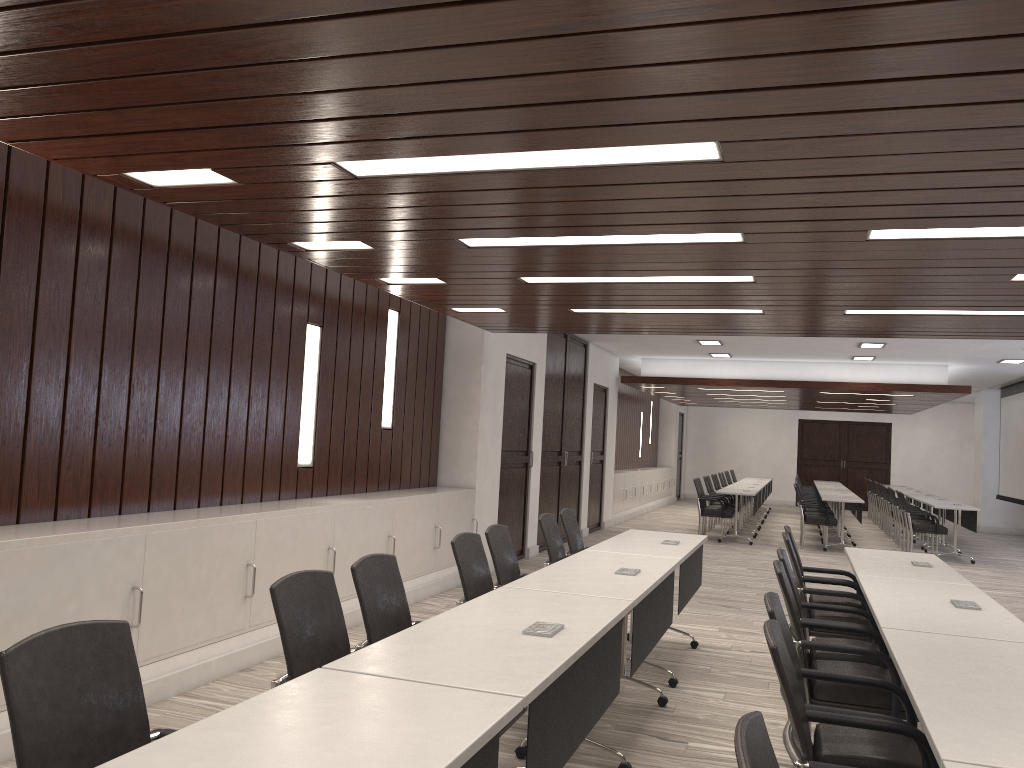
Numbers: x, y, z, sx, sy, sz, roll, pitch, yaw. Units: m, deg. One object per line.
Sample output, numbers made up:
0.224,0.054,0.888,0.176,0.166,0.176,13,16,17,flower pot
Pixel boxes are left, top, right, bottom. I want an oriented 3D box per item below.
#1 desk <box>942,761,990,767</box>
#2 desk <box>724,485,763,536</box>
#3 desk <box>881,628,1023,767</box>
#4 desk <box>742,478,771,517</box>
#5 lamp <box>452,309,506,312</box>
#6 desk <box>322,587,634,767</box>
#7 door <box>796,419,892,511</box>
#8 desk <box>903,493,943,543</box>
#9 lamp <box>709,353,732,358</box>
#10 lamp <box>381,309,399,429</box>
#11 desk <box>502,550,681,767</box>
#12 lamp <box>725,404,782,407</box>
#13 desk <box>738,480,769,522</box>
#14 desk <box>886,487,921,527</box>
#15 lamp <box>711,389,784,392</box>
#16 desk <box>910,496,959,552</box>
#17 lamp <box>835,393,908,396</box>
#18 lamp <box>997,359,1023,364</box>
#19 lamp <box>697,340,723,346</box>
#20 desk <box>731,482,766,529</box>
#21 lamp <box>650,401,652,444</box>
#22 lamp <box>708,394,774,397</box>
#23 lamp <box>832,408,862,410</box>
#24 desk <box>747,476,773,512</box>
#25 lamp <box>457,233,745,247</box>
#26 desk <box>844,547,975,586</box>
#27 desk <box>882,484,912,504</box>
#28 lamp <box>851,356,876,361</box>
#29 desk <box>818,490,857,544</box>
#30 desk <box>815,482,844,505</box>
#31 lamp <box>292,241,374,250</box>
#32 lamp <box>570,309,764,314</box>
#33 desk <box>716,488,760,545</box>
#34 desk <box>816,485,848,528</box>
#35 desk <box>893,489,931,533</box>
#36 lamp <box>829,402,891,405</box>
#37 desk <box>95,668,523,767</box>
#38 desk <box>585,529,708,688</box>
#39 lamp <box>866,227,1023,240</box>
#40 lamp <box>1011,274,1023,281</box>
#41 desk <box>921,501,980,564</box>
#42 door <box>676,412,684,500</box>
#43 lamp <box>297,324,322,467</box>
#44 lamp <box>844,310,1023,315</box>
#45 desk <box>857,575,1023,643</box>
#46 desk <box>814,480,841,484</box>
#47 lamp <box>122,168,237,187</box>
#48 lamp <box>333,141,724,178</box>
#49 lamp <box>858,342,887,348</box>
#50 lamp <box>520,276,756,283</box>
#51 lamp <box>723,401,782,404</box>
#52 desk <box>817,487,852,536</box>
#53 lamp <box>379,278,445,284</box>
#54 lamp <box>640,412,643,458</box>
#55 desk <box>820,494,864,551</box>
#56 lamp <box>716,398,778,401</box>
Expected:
0.944,1.145,1.075,0.577,0.795,1.509,2,-4,18,desk
4.040,2.184,15.461,0.577,0.795,1.509,2,-4,18,desk
1.415,1.257,2.519,0.577,0.795,1.509,2,-4,18,desk
5.451,2.521,19.786,0.577,0.795,1.509,2,-4,18,desk
-0.282,-0.641,7.395,0.464,0.045,0.236,2,-4,18,lamp
-0.027,1.210,2.993,0.577,0.795,1.509,2,-4,18,desk
8.785,2.140,23.521,2.329,2.323,0.200,2,-4,18,door
7.372,2.389,15.954,0.577,0.795,1.509,2,-4,18,desk
3.353,-0.511,14.244,0.324,0.120,0.519,2,-4,18,lamp
-1.130,-0.133,7.895,0.094,1.058,0.236,2,-4,18,lamp
0.444,1.323,4.439,0.577,0.795,1.509,2,-4,18,desk
5.645,0.474,20.582,1.496,0.045,0.236,2,-4,18,lamp
4.979,2.408,18.340,0.577,0.795,1.509,2,-4,18,desk
8.315,2.614,18.845,0.577,0.795,1.509,2,-4,18,desk
4.012,0.083,15.576,1.496,0.045,0.236,2,-4,18,lamp
6.904,2.277,14.519,0.577,0.795,1.509,2,-4,18,desk
5.969,0.147,14.932,1.496,0.045,0.236,2,-4,18,lamp
7.312,-0.382,12.942,0.324,0.120,0.519,2,-4,18,lamp
2.824,-0.638,12.622,0.324,0.120,0.519,2,-4,18,lamp
4.508,2.296,16.896,0.577,0.795,1.509,2,-4,18,desk
3.329,0.934,21.564,0.094,1.058,0.236,2,-4,18,lamp
4.488,0.197,17.036,1.496,0.045,0.236,2,-4,18,lamp
7.602,0.538,19.938,1.496,0.045,0.236,2,-4,18,lamp
5.922,2.634,21.230,0.577,0.795,1.509,2,-4,18,desk
0.438,-0.772,4.618,1.496,0.045,0.236,2,-4,18,lamp
2.358,1.483,5.409,0.577,0.795,1.509,2,-4,18,desk
8.786,2.727,20.288,0.577,0.795,1.509,2,-4,18,desk
5.383,-0.445,13.577,0.324,0.120,0.519,2,-4,18,lamp
5.482,2.231,14.987,0.577,0.795,1.509,2,-4,18,desk
6.893,2.568,19.312,0.577,0.795,1.509,2,-4,18,desk
-1.030,-0.820,5.101,0.464,0.045,0.236,2,-4,18,lamp
1.186,-0.593,6.913,1.496,0.045,0.236,2,-4,18,lamp
3.569,2.071,14.017,0.577,0.795,1.509,2,-4,18,desk
6.421,2.455,17.865,0.577,0.795,1.509,2,-4,18,desk
7.843,2.502,17.398,0.577,0.795,1.509,2,-4,18,desk
6.853,0.359,17.644,1.496,0.045,0.236,2,-4,18,lamp
-0.498,1.098,1.549,0.577,0.795,1.509,2,-4,18,desk
0.915,1.436,5.883,0.577,0.795,1.509,2,-4,18,desk
2.394,-0.708,3.975,1.496,0.045,0.236,2,-4,18,lamp
3.022,-0.617,4.924,0.421,0.046,0.236,2,-4,18,lamp
6.433,2.164,13.076,0.577,0.795,1.509,2,-4,18,desk
4.429,1.924,23.737,0.200,2.323,1.163,2,-4,18,door
-1.555,0.087,6.625,0.094,1.058,0.236,2,-4,18,lamp
3.143,-0.529,6.270,1.496,0.045,0.236,2,-4,18,lamp
1.887,1.370,3.965,0.577,0.795,1.509,2,-4,18,desk
7.364,2.681,20.756,0.577,0.795,1.509,2,-4,18,desk
-1.438,-0.918,3.850,0.464,0.045,0.236,2,-4,18,lamp
4.445,-0.581,8.472,1.469,0.552,14.296,0,-5,41,lamp
4.854,-0.572,11.954,0.324,0.120,0.519,2,-4,18,lamp
0.778,-0.691,5.661,1.496,0.045,0.236,2,-4,18,lamp
5.237,0.376,19.330,1.496,0.045,0.236,2,-4,18,lamp
5.950,2.343,16.422,0.577,0.795,1.509,2,-4,18,desk
-0.690,-0.738,6.144,0.464,0.045,0.236,2,-4,18,lamp
2.904,1.154,20.294,0.094,1.058,0.236,2,-4,18,lamp
5.011,2.118,13.543,0.577,0.795,1.509,2,-4,18,desk
4.897,0.295,18.287,1.496,0.045,0.236,2,-4,18,lamp
